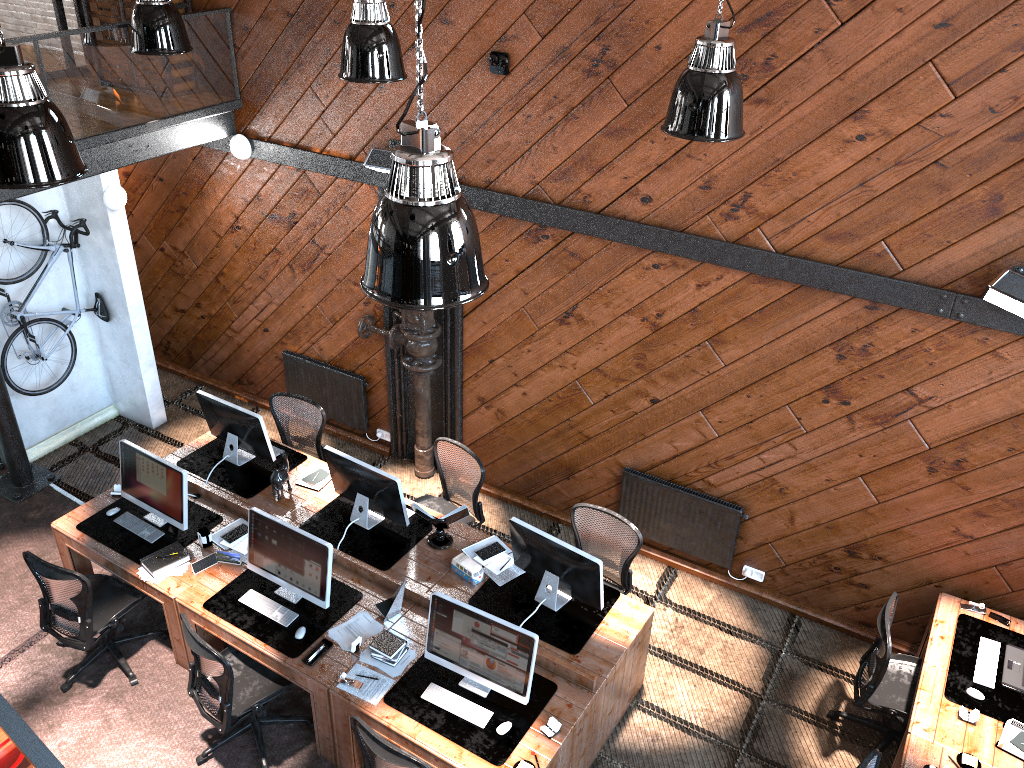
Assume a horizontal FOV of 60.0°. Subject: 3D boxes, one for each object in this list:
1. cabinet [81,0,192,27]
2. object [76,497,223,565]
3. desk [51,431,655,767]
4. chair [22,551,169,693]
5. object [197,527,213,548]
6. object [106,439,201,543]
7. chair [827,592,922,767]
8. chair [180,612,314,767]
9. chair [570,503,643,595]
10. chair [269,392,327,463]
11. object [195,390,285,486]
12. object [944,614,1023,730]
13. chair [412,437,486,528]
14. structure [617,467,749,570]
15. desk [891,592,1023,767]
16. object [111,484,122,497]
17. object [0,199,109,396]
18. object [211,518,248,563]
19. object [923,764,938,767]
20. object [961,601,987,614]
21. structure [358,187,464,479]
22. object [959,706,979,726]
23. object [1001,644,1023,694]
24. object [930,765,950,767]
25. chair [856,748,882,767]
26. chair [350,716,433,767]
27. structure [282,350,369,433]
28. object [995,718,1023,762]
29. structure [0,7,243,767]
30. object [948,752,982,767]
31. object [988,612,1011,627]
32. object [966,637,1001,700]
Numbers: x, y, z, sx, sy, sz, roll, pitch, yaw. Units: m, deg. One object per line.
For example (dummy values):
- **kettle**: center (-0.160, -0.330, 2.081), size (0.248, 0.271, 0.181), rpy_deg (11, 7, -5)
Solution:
- **cabinet**: center (-3.239, -3.138, 7.706), size (0.957, 1.081, 0.365), rpy_deg (18, 34, 25)
- **object**: center (-2.699, 1.036, 6.619), size (0.848, 0.008, 0.687), rpy_deg (19, 34, 26)
- **desk**: center (-1.238, 1.562, 6.474), size (4.117, 0.840, 1.748), rpy_deg (19, 35, 26)
- **chair**: center (-2.956, 1.506, 6.223), size (0.770, 1.085, 0.792), rpy_deg (6, 31, 7)
- **object**: center (-2.222, 1.106, 6.414), size (0.078, 0.138, 0.099), rpy_deg (-24, 39, -37)
- **object**: center (-2.684, 0.783, 6.519), size (0.692, 0.581, 0.586), rpy_deg (-4, 31, -11)
- **chair**: center (2.591, 1.950, 5.812), size (0.792, 1.085, 0.770), rpy_deg (6, 31, 7)
- **chair**: center (-1.743, 1.856, 5.705), size (0.770, 1.085, 0.792), rpy_deg (17, 34, 24)
- **chair**: center (0.574, 1.490, 6.465), size (0.770, 1.085, 0.792), rpy_deg (11, 32, 15)
- **chair**: center (-1.916, 0.686, 7.673), size (0.770, 1.085, 0.792), rpy_deg (6, 31, 7)
- **object**: center (-2.215, 0.372, 7.238), size (0.648, 0.576, 0.799), rpy_deg (-6, 31, -13)
- **object**: center (3.153, 1.841, 5.616), size (0.687, 0.008, 0.848), rpy_deg (18, 34, 24)
- **chair**: center (-0.555, 1.051, 7.138), size (0.770, 1.085, 0.792), rpy_deg (17, 34, 24)
- **structure**: center (1.364, 1.109, 7.224), size (1.064, 0.628, 0.073), rpy_deg (18, 34, 25)
- **desk**: center (2.737, 2.867, 4.510), size (1.748, 0.840, 4.117), rpy_deg (18, 34, 25)
- **object**: center (-3.064, 0.829, 6.893), size (0.082, 0.063, 0.106), rpy_deg (2, 31, 0)
- **object**: center (-4.140, -0.800, 7.921), size (0.655, 1.846, 1.022), rpy_deg (4, 31, 4)
- **object**: center (-1.958, 1.136, 6.470), size (0.467, 0.017, 0.304), rpy_deg (23, 36, 31)
- **object**: center (2.431, 2.427, 4.581), size (0.687, 0.008, 0.848), rpy_deg (18, 34, 24)
- **object**: center (3.178, 1.526, 6.095), size (0.159, 0.064, 0.054), rpy_deg (14, 32, 19)
- **structure**: center (-0.874, -0.378, 7.930), size (1.003, 2.745, 0.500), rpy_deg (22, 36, 29)
- **object**: center (2.732, 1.976, 5.307), size (0.106, 0.063, 0.082), rpy_deg (16, 33, 22)
- **object**: center (3.292, 1.723, 5.542), size (0.323, 0.283, 0.390), rpy_deg (18, 34, 25)
- **object**: center (2.386, 2.170, 4.943), size (0.106, 0.063, 0.082), rpy_deg (8, 31, 10)
- **chair**: center (1.986, 2.553, 4.755), size (0.792, 1.085, 0.770), rpy_deg (11, 32, 15)
- **chair**: center (-0.570, 2.237, 5.133), size (0.770, 1.085, 0.792), rpy_deg (11, 32, 15)
- **structure**: center (-1.827, 0.083, 8.764), size (1.064, 0.628, 0.073), rpy_deg (18, 34, 25)
- **object**: center (2.999, 2.093, 5.132), size (0.316, 0.060, 0.229), rpy_deg (23, 37, 31)
- **structure**: center (-4.046, 1.259, 4.373), size (5.793, 4.603, 10.620), rpy_deg (18, 34, 25)
- **object**: center (2.593, 2.149, 5.040), size (0.154, 0.026, 0.158), rpy_deg (-8, 32, -16)
- **object**: center (3.307, 1.591, 6.012), size (0.022, 0.042, 0.134), rpy_deg (-26, 40, -38)
- **object**: center (3.007, 1.807, 5.631), size (0.139, 0.040, 0.577), rpy_deg (20, 35, 27)
